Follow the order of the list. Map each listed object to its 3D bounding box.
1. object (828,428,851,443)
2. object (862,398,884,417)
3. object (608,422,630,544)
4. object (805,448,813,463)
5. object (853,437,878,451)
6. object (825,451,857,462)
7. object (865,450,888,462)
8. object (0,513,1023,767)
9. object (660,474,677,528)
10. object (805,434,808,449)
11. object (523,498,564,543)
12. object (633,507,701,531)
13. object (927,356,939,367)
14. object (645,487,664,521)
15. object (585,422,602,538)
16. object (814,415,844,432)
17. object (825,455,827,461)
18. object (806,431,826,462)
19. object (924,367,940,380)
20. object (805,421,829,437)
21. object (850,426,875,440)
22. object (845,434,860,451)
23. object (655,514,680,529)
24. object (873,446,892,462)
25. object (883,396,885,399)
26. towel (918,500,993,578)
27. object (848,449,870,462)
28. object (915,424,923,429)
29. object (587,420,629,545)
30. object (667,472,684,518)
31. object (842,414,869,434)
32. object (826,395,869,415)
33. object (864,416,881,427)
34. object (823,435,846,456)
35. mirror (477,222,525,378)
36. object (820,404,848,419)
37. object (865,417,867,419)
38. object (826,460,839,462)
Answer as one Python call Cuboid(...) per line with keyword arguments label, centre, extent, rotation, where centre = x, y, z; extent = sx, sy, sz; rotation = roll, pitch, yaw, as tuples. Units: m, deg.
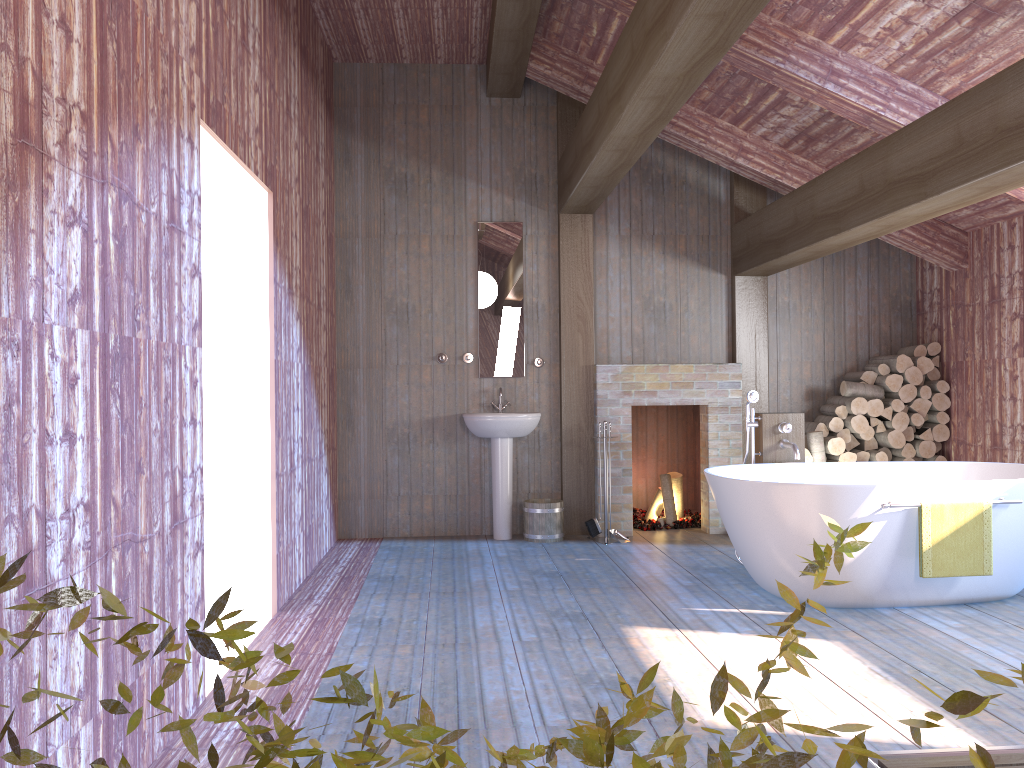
Cuboid(label="object", centre=(2.463, 0.389, 6.760), extent=(0.111, 0.113, 0.301), rotation=(-1, 0, -5))
Cuboid(label="object", centre=(2.668, 0.173, 6.770), extent=(0.138, 0.147, 0.440), rotation=(-1, 0, -4))
Cuboid(label="object", centre=(0.744, 0.715, 6.500), extent=(0.206, 0.871, 0.126), rotation=(-1, 0, 39))
Cuboid(label="object", centre=(2.121, 0.540, 6.736), extent=(0.139, 0.137, 0.455), rotation=(-1, 0, -6))
Cuboid(label="object", centre=(2.707, 0.453, 6.867), extent=(0.104, 0.127, 0.321), rotation=(-1, 0, -3))
Cuboid(label="object", centre=(2.463, 0.563, 6.765), extent=(0.139, 0.148, 0.458), rotation=(-1, 0, -4))
Cuboid(label="object", centre=(2.709, 0.548, 6.766), extent=(0.098, 0.100, 0.437), rotation=(-1, 0, -6))
Cuboid(label="object", centre=(-0.028, 0.611, 0.438), extent=(0.972, 1.073, 0.970), rotation=(-1, 0, -24))
Cuboid(label="object", centre=(1.266, 0.947, 7.168), extent=(0.098, 0.434, 0.283), rotation=(-1, 0, -6))
Cuboid(label="object", centre=(2.247, 0.432, 6.845), extent=(0.108, 0.113, 0.302), rotation=(-1, 0, -3))
Cuboid(label="object", centre=(0.236, 1.016, 6.603), extent=(0.309, 0.290, 0.308), rotation=(-1, 0, 6))
Cuboid(label="object", centre=(1.255, 1.127, 7.487), extent=(0.829, 0.085, 0.935), rotation=(-1, 0, -22))
Cuboid(label="object", centre=(3.190, -0.174, 6.859), extent=(0.081, 0.100, 0.281), rotation=(-1, 0, -4))
Cuboid(label="object", centre=(1.201, 1.005, 7.329), extent=(0.221, 0.306, 0.121), rotation=(-1, 0, 23))
Cuboid(label="object", centre=(0.597, 0.704, 6.502), extent=(0.136, 0.846, 0.062), rotation=(-1, 0, -23))
Cuboid(label="object", centre=(2.405, 0.300, 6.740), extent=(0.115, 0.123, 0.291), rotation=(-1, 0, -3))
Cuboid(label="object", centre=(2.307, 0.555, 6.832), extent=(0.121, 0.124, 0.291), rotation=(-1, 0, -3))
Cuboid(label="object", centre=(2.257, 0.497, 6.564), extent=(0.147, 0.298, 0.109), rotation=(-1, 0, -1))
Cuboid(label="object", centre=(3.183, -0.078, 6.843), extent=(0.107, 0.115, 0.269), rotation=(-1, 0, -3))
Cuboid(label="object", centre=(2.299, 0.347, 6.780), extent=(0.114, 0.113, 0.301), rotation=(-1, 0, -6))
Cuboid(label="object", centre=(2.641, 0.361, 6.759), extent=(0.115, 0.123, 0.291), rotation=(-1, 0, -3))
Cuboid(label="object", centre=(2.558, 0.440, 6.854), extent=(0.128, 0.150, 0.323), rotation=(-1, 0, -4))
Cuboid(label="object", centre=(1.260, 1.111, 7.176), extent=(0.085, 0.084, 0.278), rotation=(-1, 0, 43))
Cuboid(label="object", centre=(2.814, 0.538, 6.874), extent=(0.116, 0.118, 0.289), rotation=(-1, 0, -6))
Cuboid(label="object", centre=(2.762, 0.095, 6.872), extent=(0.121, 0.124, 0.291), rotation=(-1, 0, -3))
Cuboid(label="towel", centre=(2.130, 0.743, 4.256), extent=(0.370, 0.361, 0.032), rotation=(-1, 0, -8))
Cuboid(label="object", centre=(2.606, 0.553, 6.763), extent=(0.114, 0.120, 0.303), rotation=(-1, 0, -3))
Cuboid(label="object", centre=(3.067, 0.307, 6.783), extent=(0.067, 0.069, 0.177), rotation=(-1, 0, -4))
Cuboid(label="object", centre=(0.664, 0.713, 6.558), extent=(0.276, 0.888, 0.333), rotation=(-1, 0, 38))
Cuboid(label="object", centre=(1.359, 0.962, 7.403), extent=(0.140, 0.459, 0.266), rotation=(-1, 0, 14))
Cuboid(label="object", centre=(2.543, 0.297, 6.755), extent=(0.141, 0.143, 0.437), rotation=(-1, 0, -6))
Cuboid(label="object", centre=(2.553, 0.160, 6.762), extent=(0.135, 0.145, 0.439), rotation=(-1, 0, -4))
Cuboid(label="object", centre=(2.712, 0.283, 6.768), extent=(0.088, 0.092, 0.280), rotation=(-1, 0, -3))
Cuboid(label="object", centre=(2.375, 0.455, 6.744), extent=(0.138, 0.147, 0.440), rotation=(-1, 0, -4))
Cuboid(label="mirror", centre=(-0.085, -0.648, 6.824), extent=(0.350, 1.199, 0.009), rotation=(-1, 0, -4))
Cuboid(label="object", centre=(2.457, 0.209, 6.760), extent=(0.106, 0.112, 0.282), rotation=(-1, 0, -3))
Cuboid(label="object", centre=(2.638, 0.275, 6.748), extent=(0.057, 0.061, 0.156), rotation=(-1, 0, -5))
Cuboid(label="object", centre=(2.342, 0.659, 6.765), extent=(0.155, 0.174, 0.483), rotation=(-1, 0, -6))
